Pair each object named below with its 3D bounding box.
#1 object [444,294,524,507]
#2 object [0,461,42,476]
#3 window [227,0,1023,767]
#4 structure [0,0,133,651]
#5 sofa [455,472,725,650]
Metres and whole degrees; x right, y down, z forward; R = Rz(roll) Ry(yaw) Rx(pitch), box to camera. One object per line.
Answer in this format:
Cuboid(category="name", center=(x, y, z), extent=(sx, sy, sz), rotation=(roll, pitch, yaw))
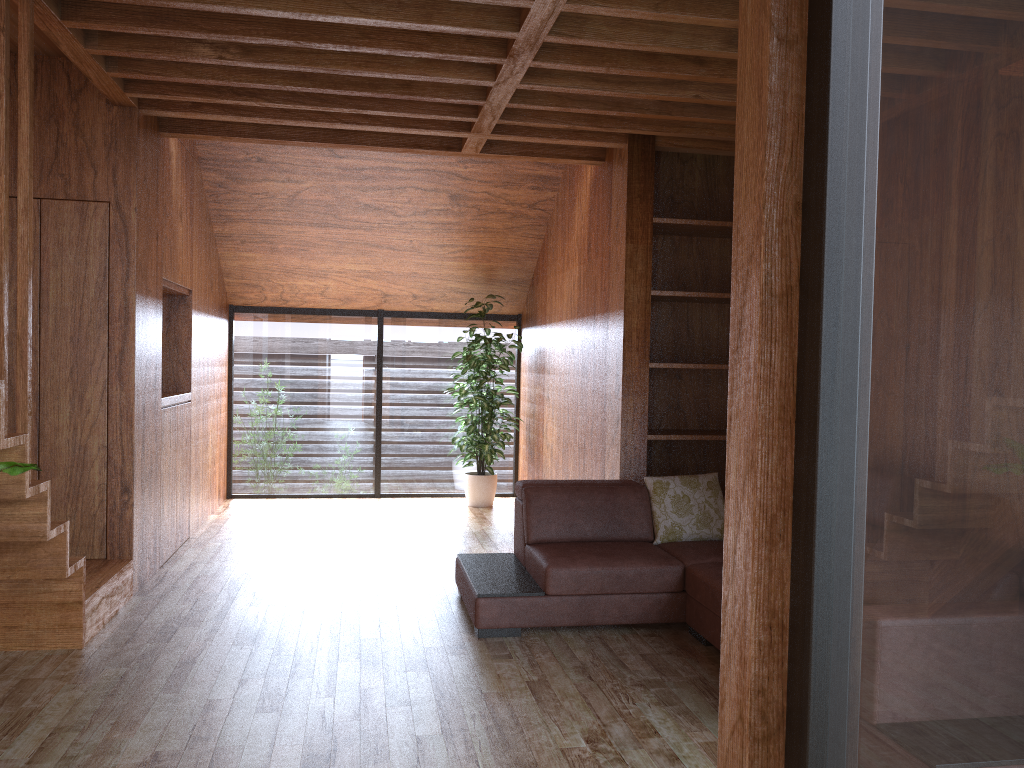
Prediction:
Cuboid(category="object", center=(-0.217, 0.128, 7.049), extent=(0.638, 1.690, 0.678), rotation=(1, 2, -3))
Cuboid(category="object", center=(-1.590, 0.541, 2.234), extent=(0.677, 1.031, 0.629), rotation=(1, 2, -20))
Cuboid(category="window", center=(0.111, -1.024, 0.529), extent=(4.116, 5.132, 13.922), rotation=(1, 1, -10))
Cuboid(category="structure", center=(-1.985, -0.120, 2.963), extent=(0.831, 2.299, 2.440), rotation=(1, 2, -10))
Cuboid(category="sofa", center=(0.764, 0.702, 3.365), extent=(1.704, 0.760, 2.497), rotation=(1, 1, -10))
